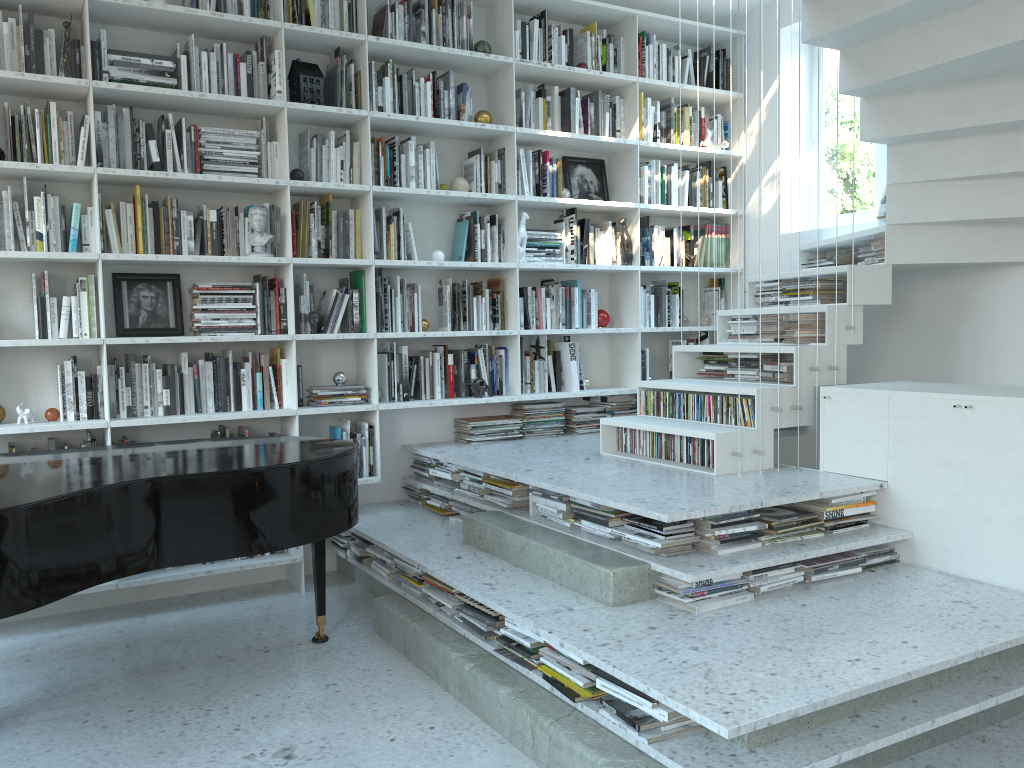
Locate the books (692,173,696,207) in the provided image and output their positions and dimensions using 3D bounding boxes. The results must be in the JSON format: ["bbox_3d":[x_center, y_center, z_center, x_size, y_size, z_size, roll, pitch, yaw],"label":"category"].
[{"bbox_3d":[1.125,-1.226,5.722,0.028,0.237,0.145,-3,5,-29],"label":"books"}]

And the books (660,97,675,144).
[{"bbox_3d":[0.947,-1.606,5.488,0.022,0.297,0.152,-3,5,-29],"label":"books"}]

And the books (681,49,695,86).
[{"bbox_3d":[1.106,-1.978,5.662,0.068,0.277,0.131,-3,5,-29],"label":"books"}]

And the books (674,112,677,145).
[{"bbox_3d":[0.962,-1.562,5.503,0.014,0.206,0.184,-3,4,-29],"label":"books"}]

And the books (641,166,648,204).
[{"bbox_3d":[0.775,-1.210,5.485,0.023,0.248,0.182,-3,5,-29],"label":"books"}]

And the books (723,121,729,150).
[{"bbox_3d":[1.358,-1.592,5.799,0.011,0.217,0.170,-3,5,-29],"label":"books"}]

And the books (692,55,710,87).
[{"bbox_3d":[1.191,-1.967,5.700,0.068,0.247,0.160,-3,5,-29],"label":"books"}]

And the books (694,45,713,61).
[{"bbox_3d":[1.235,-2.002,5.726,0.014,0.314,0.161,-3,5,-29],"label":"books"}]

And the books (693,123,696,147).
[{"bbox_3d":[1.118,-1.564,5.691,0.034,0.183,0.156,-3,4,-29],"label":"books"}]

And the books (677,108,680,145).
[{"bbox_3d":[0.988,-1.579,5.524,0.012,0.238,0.165,-3,5,-29],"label":"books"}]

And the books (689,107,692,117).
[{"bbox_3d":[1.091,-1.612,5.674,0.024,0.281,0.153,-3,5,-29],"label":"books"}]

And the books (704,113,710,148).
[{"bbox_3d":[1.218,-1.604,5.731,0.070,0.254,0.154,-3,5,-29],"label":"books"}]

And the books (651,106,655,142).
[{"bbox_3d":[0.802,-1.561,5.406,0.049,0.224,0.161,-3,5,-29],"label":"books"}]

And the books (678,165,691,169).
[{"bbox_3d":[1.102,-1.252,5.707,0.024,0.292,0.132,-3,5,-29],"label":"books"}]

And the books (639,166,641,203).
[{"bbox_3d":[0.739,-1.211,5.497,0.026,0.250,0.160,-3,5,-29],"label":"books"}]

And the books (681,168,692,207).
[{"bbox_3d":[1.083,-1.233,5.675,0.023,0.258,0.184,-3,5,-29],"label":"books"}]

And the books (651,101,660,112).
[{"bbox_3d":[0.850,-1.585,5.442,0.023,0.264,0.158,-3,5,-29],"label":"books"}]

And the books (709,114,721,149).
[{"bbox_3d":[1.297,-1.611,5.784,0.029,0.258,0.163,-3,5,-29],"label":"books"}]

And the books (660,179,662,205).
[{"bbox_3d":[0.883,-1.183,5.577,0.027,0.180,0.157,-3,4,-29],"label":"books"}]

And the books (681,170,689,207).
[{"bbox_3d":[1.057,-1.224,5.653,0.045,0.245,0.177,-3,5,-29],"label":"books"}]

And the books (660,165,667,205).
[{"bbox_3d":[0.918,-1.231,5.589,0.025,0.271,0.152,-3,5,-29],"label":"books"}]

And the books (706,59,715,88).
[{"bbox_3d":[1.236,-1.952,5.704,0.012,0.216,0.192,-3,4,-29],"label":"books"}]

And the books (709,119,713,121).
[{"bbox_3d":[1.267,-1.595,5.785,0.023,0.228,0.131,-3,5,-29],"label":"books"}]

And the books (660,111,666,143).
[{"bbox_3d":[0.901,-1.562,5.480,0.025,0.212,0.134,-3,5,-29],"label":"books"}]

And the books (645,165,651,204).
[{"bbox_3d":[0.800,-1.216,5.512,0.026,0.257,0.173,-3,5,-29],"label":"books"}]

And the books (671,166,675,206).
[{"bbox_3d":[0.965,-1.228,5.602,0.022,0.263,0.172,-3,5,-29],"label":"books"}]

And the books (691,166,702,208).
[{"bbox_3d":[1.173,-1.250,5.726,0.012,0.283,0.151,-3,5,-29],"label":"books"}]

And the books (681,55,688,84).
[{"bbox_3d":[1.076,-1.956,5.650,0.010,0.236,0.131,-3,5,-29],"label":"books"}]

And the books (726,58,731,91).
[{"bbox_3d":[1.348,-1.969,5.767,0.025,0.237,0.187,-3,5,-29],"label":"books"}]

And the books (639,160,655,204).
[{"bbox_3d":[0.825,-1.231,5.509,0.014,0.286,0.185,-3,5,-29],"label":"books"}]

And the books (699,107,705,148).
[{"bbox_3d":[1.175,-1.619,5.710,0.023,0.287,0.163,-3,5,-29],"label":"books"}]

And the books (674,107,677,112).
[{"bbox_3d":[0.974,-1.581,5.515,0.022,0.242,0.144,-3,5,-29],"label":"books"}]

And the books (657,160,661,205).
[{"bbox_3d":[0.872,-1.238,5.552,0.012,0.293,0.165,-3,5,-29],"label":"books"}]

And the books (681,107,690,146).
[{"bbox_3d":[1.017,-1.584,5.555,0.042,0.242,0.247,-3,4,-29],"label":"books"}]

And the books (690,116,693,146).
[{"bbox_3d":[1.088,-1.576,5.645,0.013,0.213,0.186,-3,4,-29],"label":"books"}]

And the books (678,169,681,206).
[{"bbox_3d":[1.022,-1.228,5.657,0.012,0.254,0.160,-3,5,-29],"label":"books"}]

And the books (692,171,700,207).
[{"bbox_3d":[1.153,-1.234,5.725,0.025,0.253,0.160,-3,5,-29],"label":"books"}]

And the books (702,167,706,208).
[{"bbox_3d":[1.186,-1.247,5.729,0.013,0.277,0.188,-3,5,-29],"label":"books"}]

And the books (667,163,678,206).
[{"bbox_3d":[0.986,-1.240,5.619,0.030,0.284,0.166,-3,5,-29],"label":"books"}]

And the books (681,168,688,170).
[{"bbox_3d":[1.085,-1.242,5.703,0.010,0.274,0.130,-3,5,-29],"label":"books"}]

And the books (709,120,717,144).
[{"bbox_3d":[1.260,-1.586,5.753,0.023,0.214,0.180,-3,4,-29],"label":"books"}]

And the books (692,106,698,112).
[{"bbox_3d":[1.155,-1.622,5.711,0.011,0.295,0.151,-3,5,-29],"label":"books"}]

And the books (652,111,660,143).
[{"bbox_3d":[0.837,-1.548,5.420,0.024,0.194,0.189,-3,4,-29],"label":"books"}]

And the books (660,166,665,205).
[{"bbox_3d":[0.906,-1.224,5.573,0.013,0.260,0.158,-3,5,-29],"label":"books"}]

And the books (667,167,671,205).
[{"bbox_3d":[0.944,-1.226,5.593,0.024,0.259,0.156,-3,5,-29],"label":"books"}]

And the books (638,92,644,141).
[{"bbox_3d":[0.735,-1.593,5.362,0.010,0.294,0.183,-3,5,-29],"label":"books"}]

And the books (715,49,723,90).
[{"bbox_3d":[1.289,-1.990,5.727,0.014,0.287,0.189,-3,5,-29],"label":"books"}]

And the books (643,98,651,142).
[{"bbox_3d":[0.775,-1.579,5.377,0.026,0.263,0.189,-3,5,-29],"label":"books"}]

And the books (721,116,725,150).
[{"bbox_3d":[1.327,-1.607,5.801,0.040,0.247,0.160,-3,5,-29],"label":"books"}]

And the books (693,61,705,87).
[{"bbox_3d":[1.160,-1.937,5.665,0.024,0.193,0.186,-3,4,-29],"label":"books"}]

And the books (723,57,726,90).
[{"bbox_3d":[1.324,-1.974,5.768,0.014,0.248,0.185,-3,5,-29],"label":"books"}]

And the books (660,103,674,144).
[{"bbox_3d":[0.930,-1.583,5.474,0.023,0.254,0.189,-3,5,-29],"label":"books"}]

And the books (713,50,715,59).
[{"bbox_3d":[1.263,-1.994,5.747,0.012,0.292,0.139,-3,5,-29],"label":"books"}]

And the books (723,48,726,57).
[{"bbox_3d":[1.349,-2.012,5.800,0.014,0.319,0.144,-3,5,-29],"label":"books"}]

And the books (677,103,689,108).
[{"bbox_3d":[1.070,-1.617,5.647,0.010,0.295,0.165,-3,5,-29],"label":"books"}]

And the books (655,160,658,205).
[{"bbox_3d":[0.852,-1.240,5.553,0.022,0.297,0.162,-3,5,-29],"label":"books"}]

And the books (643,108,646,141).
[{"bbox_3d":[0.750,-1.549,5.374,0.024,0.205,0.165,-3,4,-29],"label":"books"}]

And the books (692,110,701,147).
[{"bbox_3d":[1.151,-1.604,5.685,0.022,0.261,0.160,-3,5,-29],"label":"books"}]

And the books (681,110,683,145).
[{"bbox_3d":[1.004,-1.572,5.522,0.013,0.222,0.174,-3,5,-29],"label":"books"}]

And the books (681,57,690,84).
[{"bbox_3d":[1.054,-1.942,5.623,0.057,0.212,0.162,-3,5,-29],"label":"books"}]
